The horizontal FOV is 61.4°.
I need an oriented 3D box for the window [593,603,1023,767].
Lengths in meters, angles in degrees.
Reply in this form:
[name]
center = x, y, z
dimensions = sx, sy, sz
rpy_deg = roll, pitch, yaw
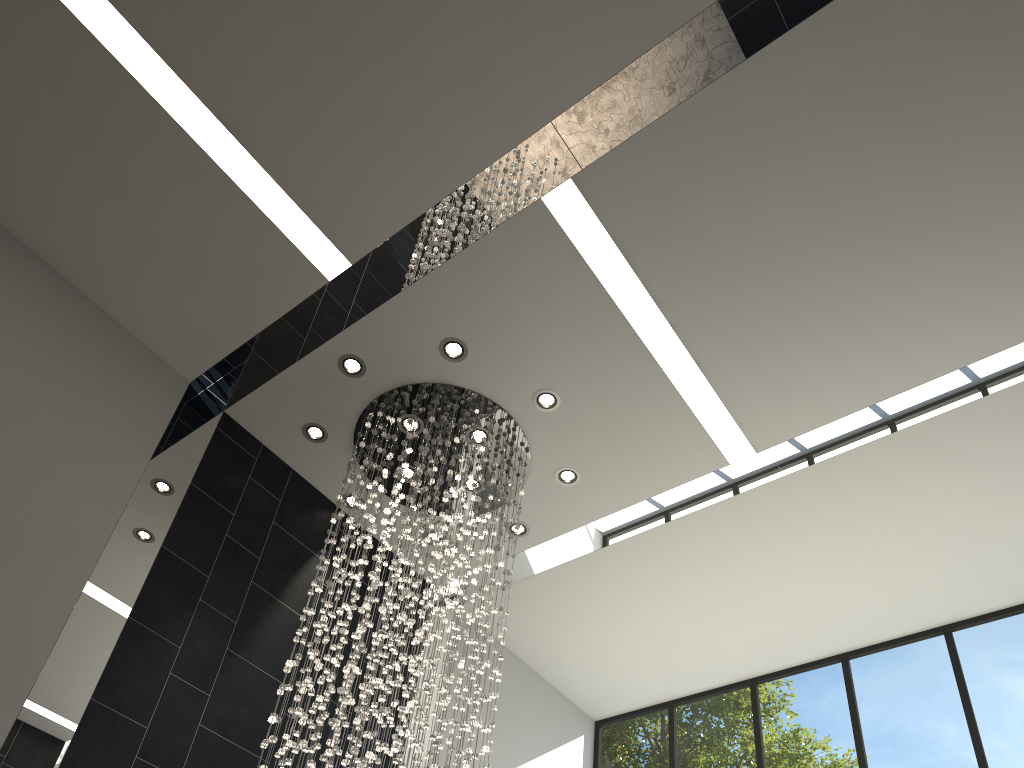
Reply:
[window]
center = 2.366, 3.342, 5.026
dimensions = 6.425, 5.278, 2.544
rpy_deg = -27, -54, 30

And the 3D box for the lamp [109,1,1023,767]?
[lamp]
center = 1.339, -31.065, 26.984
dimensions = 409.934, 101.756, 438.158
rpy_deg = 24, -48, -16
